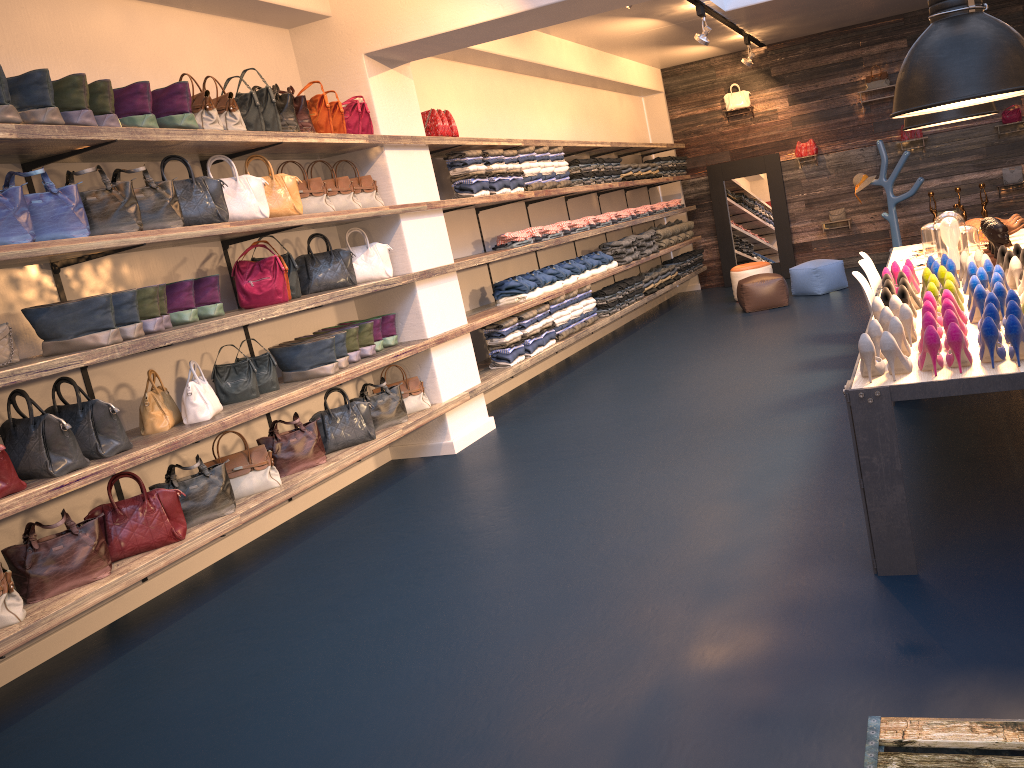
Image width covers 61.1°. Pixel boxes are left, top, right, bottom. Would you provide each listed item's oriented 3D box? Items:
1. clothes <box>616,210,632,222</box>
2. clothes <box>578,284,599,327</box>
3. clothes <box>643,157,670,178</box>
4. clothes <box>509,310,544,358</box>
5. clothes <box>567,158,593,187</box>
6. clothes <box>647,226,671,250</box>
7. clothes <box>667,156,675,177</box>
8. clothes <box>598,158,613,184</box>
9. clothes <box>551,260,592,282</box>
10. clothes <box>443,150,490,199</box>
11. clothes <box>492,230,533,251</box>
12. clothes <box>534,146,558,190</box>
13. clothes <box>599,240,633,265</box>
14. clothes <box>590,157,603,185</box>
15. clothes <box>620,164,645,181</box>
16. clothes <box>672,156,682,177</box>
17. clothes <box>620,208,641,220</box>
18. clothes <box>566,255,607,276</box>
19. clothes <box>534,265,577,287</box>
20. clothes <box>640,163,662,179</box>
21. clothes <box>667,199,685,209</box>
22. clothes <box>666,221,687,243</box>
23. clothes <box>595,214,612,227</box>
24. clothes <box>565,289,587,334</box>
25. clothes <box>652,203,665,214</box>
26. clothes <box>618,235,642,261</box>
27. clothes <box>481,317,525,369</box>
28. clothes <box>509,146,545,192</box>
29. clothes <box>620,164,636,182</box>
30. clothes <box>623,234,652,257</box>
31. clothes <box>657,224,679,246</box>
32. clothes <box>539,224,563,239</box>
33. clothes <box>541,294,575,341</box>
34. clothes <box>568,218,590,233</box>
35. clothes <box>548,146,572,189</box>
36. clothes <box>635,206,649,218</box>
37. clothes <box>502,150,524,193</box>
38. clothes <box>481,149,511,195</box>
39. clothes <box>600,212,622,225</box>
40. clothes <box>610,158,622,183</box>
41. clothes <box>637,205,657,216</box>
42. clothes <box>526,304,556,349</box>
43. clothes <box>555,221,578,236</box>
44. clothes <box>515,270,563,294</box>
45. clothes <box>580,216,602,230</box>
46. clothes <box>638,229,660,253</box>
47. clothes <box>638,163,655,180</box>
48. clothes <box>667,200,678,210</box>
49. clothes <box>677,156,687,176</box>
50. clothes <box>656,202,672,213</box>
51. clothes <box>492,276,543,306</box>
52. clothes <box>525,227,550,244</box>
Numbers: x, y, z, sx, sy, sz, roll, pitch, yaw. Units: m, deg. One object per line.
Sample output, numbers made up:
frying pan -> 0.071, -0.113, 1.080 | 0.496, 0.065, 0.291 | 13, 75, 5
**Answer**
clothes -> 1.311, -2.083, 10.864 | 0.323, 0.158, 0.346 | -1, 14, 44
clothes -> 0.713, -0.822, 9.130 | 0.248, 0.453, 0.362 | -5, 11, 37
clothes -> 2.080, -3.079, 12.388 | 0.346, 0.297, 0.350 | -6, 10, 26
clothes -> 0.113, -0.456, 7.815 | 0.236, 0.409, 0.344 | -6, 10, 31
clothes -> 0.714, -2.303, 9.498 | 0.346, 0.297, 0.350 | -6, 10, 26
clothes -> 2.020, -2.045, 12.096 | 0.313, 0.340, 0.423 | -6, 11, 31
clothes -> 2.216, -3.161, 12.699 | 0.353, 0.297, 0.334 | -9, 10, 12
clothes -> 0.995, -2.467, 10.116 | 0.332, 0.297, 0.326 | -7, 10, 24
clothes -> 0.577, -1.187, 9.171 | 0.399, 0.239, 0.456 | -6, 11, 23
clothes -> -0.369, -1.758, 7.288 | 0.236, 0.409, 0.344 | -6, 10, 31
clothes -> 0.011, -1.344, 8.113 | 0.323, 0.158, 0.346 | -1, 14, 44
clothes -> 0.250, -2.124, 8.583 | 0.248, 0.453, 0.362 | -5, 11, 37
clothes -> 1.234, -1.556, 10.344 | 0.361, 0.301, 0.366 | -9, 10, 12
clothes -> 0.849, -2.385, 9.809 | 0.353, 0.297, 0.334 | -9, 10, 12
clothes -> 1.488, -2.749, 11.289 | 0.393, 0.250, 0.368 | -7, 10, 21
clothes -> 2.361, -3.243, 13.007 | 0.332, 0.297, 0.326 | -7, 10, 24
clothes -> 1.479, -2.176, 11.171 | 0.304, 0.154, 0.372 | -7, 10, 19
clothes -> 0.774, -1.299, 9.589 | 0.389, 0.239, 0.467 | -3, 13, 39
clothes -> 0.394, -1.083, 8.784 | 0.399, 0.239, 0.456 | -6, 11, 23
clothes -> 1.850, -2.954, 12.055 | 0.393, 0.250, 0.368 | -7, 10, 21
clothes -> 2.460, -2.732, 13.245 | 0.304, 0.154, 0.372 | -7, 10, 19
clothes -> 2.413, -2.268, 12.927 | 0.313, 0.340, 0.423 | -6, 11, 31
clothes -> 0.983, -1.896, 10.169 | 0.323, 0.158, 0.346 | -1, 14, 44
clothes -> 0.553, -0.731, 8.790 | 0.248, 0.453, 0.362 | -5, 11, 37
clothes -> 1.971, -2.457, 12.260 | 0.323, 0.158, 0.346 | -1, 14, 44
clothes -> 1.392, -1.657, 10.703 | 0.378, 0.316, 0.372 | -9, 10, 10
clothes -> -0.065, -0.365, 7.496 | 0.236, 0.409, 0.344 | -6, 10, 31
clothes -> 0.104, -2.041, 8.275 | 0.248, 0.453, 0.362 | -5, 11, 37
clothes -> 1.310, -2.648, 10.917 | 0.384, 0.250, 0.376 | -4, 11, 33
clothes -> 1.585, -1.755, 11.088 | 0.361, 0.301, 0.366 | -9, 10, 12
clothes -> 2.217, -2.156, 12.511 | 0.313, 0.340, 0.423 | -6, 11, 31
clothes -> 0.332, -1.527, 8.792 | 0.323, 0.158, 0.346 | -1, 14, 44
clothes -> 0.407, -0.648, 8.482 | 0.248, 0.453, 0.362 | -5, 11, 37
clothes -> 0.662, -1.714, 9.490 | 0.323, 0.158, 0.346 | -1, 14, 44
clothes -> 0.410, -2.215, 8.923 | 0.248, 0.453, 0.362 | -5, 11, 37
clothes -> 1.632, -2.265, 11.543 | 0.323, 0.158, 0.346 | -1, 14, 44
clothes -> -0.066, -1.929, 7.927 | 0.236, 0.409, 0.344 | -6, 10, 31
clothes -> -0.190, -1.849, 7.608 | 0.236, 0.409, 0.344 | -6, 10, 31
clothes -> 1.151, -1.989, 10.475 | 0.304, 0.154, 0.372 | -7, 10, 19
clothes -> 1.141, -2.550, 10.426 | 0.327, 0.297, 0.331 | -5, 11, 30
clothes -> 1.800, -2.358, 11.849 | 0.304, 0.154, 0.372 | -7, 10, 19
clothes -> 0.237, -0.536, 8.135 | 0.236, 0.409, 0.344 | -6, 10, 31
clothes -> 0.500, -1.620, 9.099 | 0.304, 0.154, 0.372 | -7, 10, 19
clothes -> 0.215, -0.982, 8.406 | 0.389, 0.239, 0.467 | -3, 13, 39
clothes -> 0.830, -1.807, 9.796 | 0.304, 0.154, 0.372 | -7, 10, 19
clothes -> 1.743, -1.857, 11.446 | 0.378, 0.316, 0.372 | -9, 10, 10
clothes -> 1.672, -2.854, 11.682 | 0.384, 0.250, 0.376 | -4, 11, 33
clothes -> 2.292, -2.639, 12.939 | 0.323, 0.158, 0.346 | -1, 14, 44
clothes -> 2.507, -3.326, 13.316 | 0.327, 0.297, 0.331 | -5, 11, 30
clothes -> 2.139, -2.550, 12.567 | 0.304, 0.154, 0.372 | -7, 10, 19
clothes -> 0.018, -0.870, 7.989 | 0.399, 0.239, 0.456 | -6, 11, 23
clothes -> 0.179, -1.437, 8.420 | 0.304, 0.154, 0.372 | -7, 10, 19
